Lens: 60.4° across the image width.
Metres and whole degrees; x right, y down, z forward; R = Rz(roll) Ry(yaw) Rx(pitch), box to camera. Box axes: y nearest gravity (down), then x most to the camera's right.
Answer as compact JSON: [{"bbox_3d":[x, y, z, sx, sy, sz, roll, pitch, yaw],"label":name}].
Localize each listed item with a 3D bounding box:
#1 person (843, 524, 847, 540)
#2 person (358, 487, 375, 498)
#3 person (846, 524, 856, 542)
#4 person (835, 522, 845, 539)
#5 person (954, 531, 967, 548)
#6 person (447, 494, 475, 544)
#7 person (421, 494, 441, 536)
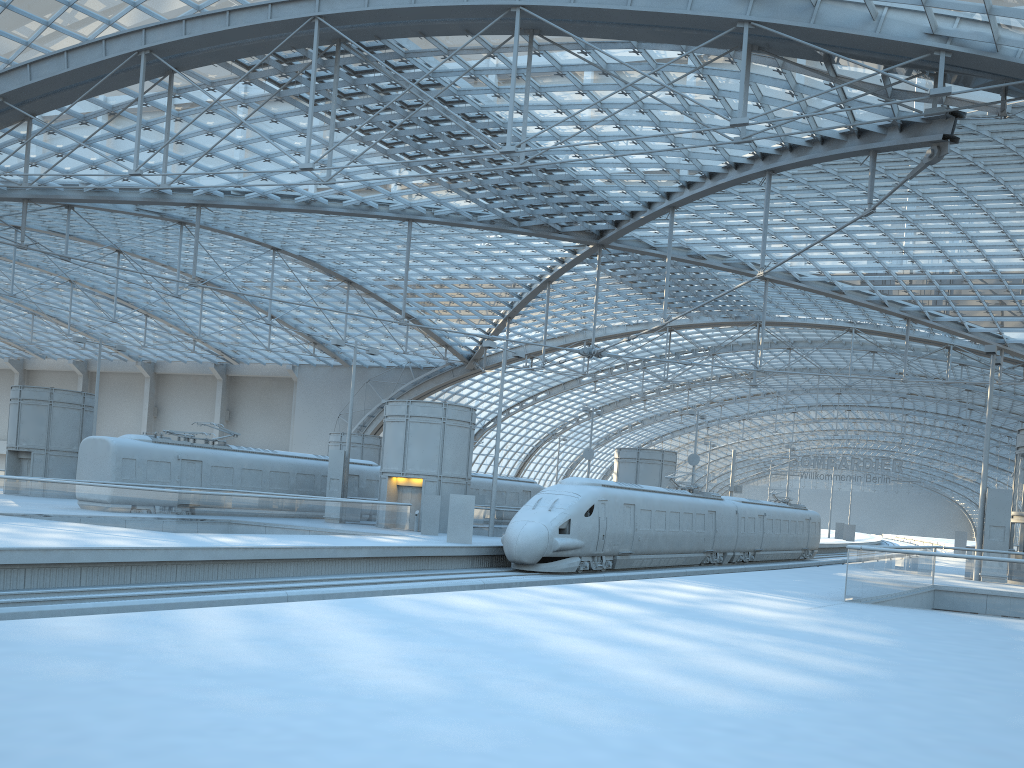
[{"bbox_3d":[34.553,15.284,90.370,0.872,1.707,0.001,3,0,32],"label":"person"},{"bbox_3d":[-7.111,5.923,42.778,0.826,1.733,0.001,4,0,6],"label":"person"},{"bbox_3d":[33.489,14.754,86.848,0.824,1.733,0.001,3,0,32],"label":"person"},{"bbox_3d":[35.287,15.869,94.886,0.897,1.800,0.001,4,0,27],"label":"person"},{"bbox_3d":[32.396,11.526,63.394,0.001,1.800,0.898,4,-1,-33],"label":"person"},{"bbox_3d":[-1.722,4.626,29.964,0.874,1.707,0.001,4,0,6],"label":"person"},{"bbox_3d":[-3.152,5.134,34.273,0.709,1.613,0.001,4,0,11],"label":"person"}]
